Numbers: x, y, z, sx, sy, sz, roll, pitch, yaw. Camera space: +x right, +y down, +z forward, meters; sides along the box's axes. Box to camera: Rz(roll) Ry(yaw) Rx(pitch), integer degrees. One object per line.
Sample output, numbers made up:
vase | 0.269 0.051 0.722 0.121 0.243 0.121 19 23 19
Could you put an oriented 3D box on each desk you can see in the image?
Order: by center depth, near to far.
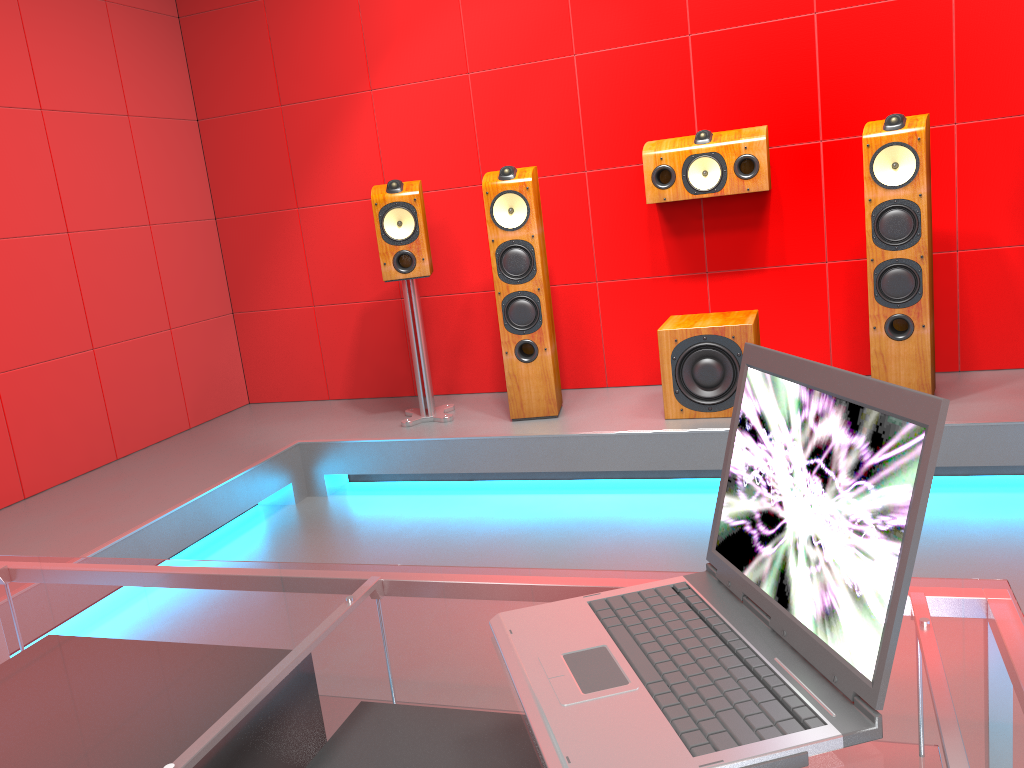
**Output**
desk | -0.249 0.652 1.066 1.617 0.690 0.594 -3 12 19

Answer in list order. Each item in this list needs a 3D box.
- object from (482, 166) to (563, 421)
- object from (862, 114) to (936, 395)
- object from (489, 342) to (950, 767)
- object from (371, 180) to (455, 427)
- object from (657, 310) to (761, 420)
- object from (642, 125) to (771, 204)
object | 0.049 -0.383 3.745 0.203 1.052 0.238 -5 12 10
object | 1.437 -0.455 3.281 0.203 1.052 0.238 0 13 29
object | 0.157 0.146 0.848 0.340 0.285 0.342 -9 12 -10
object | -0.439 -0.362 3.915 0.231 1.058 0.265 -7 12 0
object | 0.804 -0.081 3.561 0.360 0.360 0.360 -3 12 19
object | 0.814 -0.919 3.702 0.493 0.271 0.235 -3 12 19
